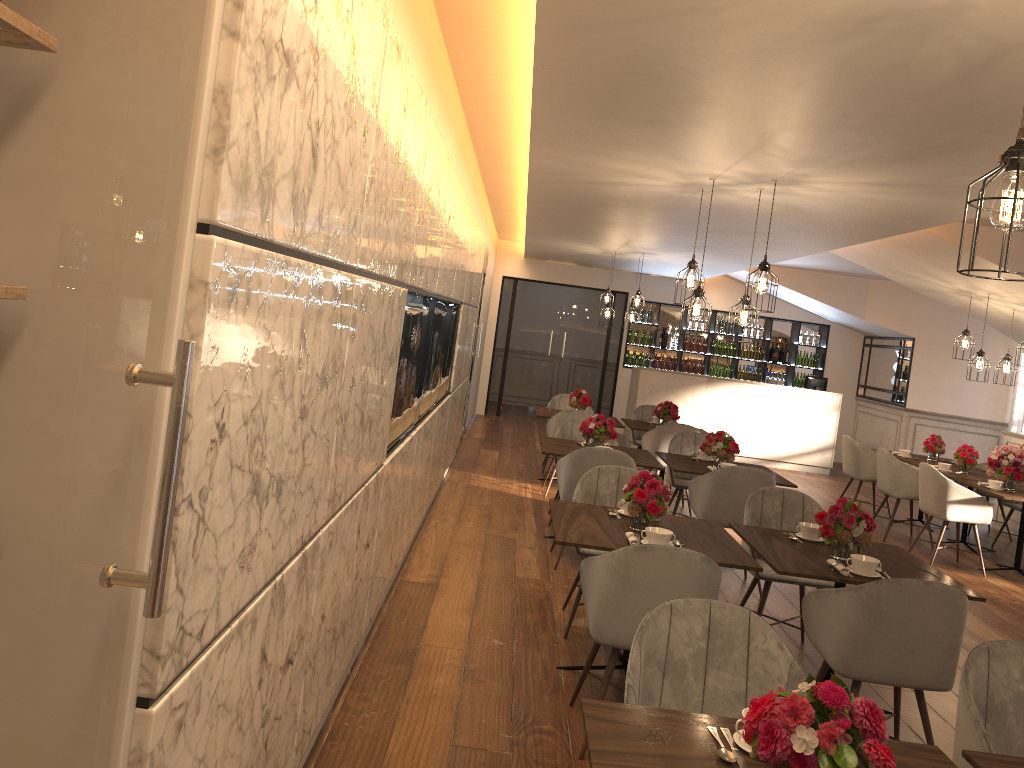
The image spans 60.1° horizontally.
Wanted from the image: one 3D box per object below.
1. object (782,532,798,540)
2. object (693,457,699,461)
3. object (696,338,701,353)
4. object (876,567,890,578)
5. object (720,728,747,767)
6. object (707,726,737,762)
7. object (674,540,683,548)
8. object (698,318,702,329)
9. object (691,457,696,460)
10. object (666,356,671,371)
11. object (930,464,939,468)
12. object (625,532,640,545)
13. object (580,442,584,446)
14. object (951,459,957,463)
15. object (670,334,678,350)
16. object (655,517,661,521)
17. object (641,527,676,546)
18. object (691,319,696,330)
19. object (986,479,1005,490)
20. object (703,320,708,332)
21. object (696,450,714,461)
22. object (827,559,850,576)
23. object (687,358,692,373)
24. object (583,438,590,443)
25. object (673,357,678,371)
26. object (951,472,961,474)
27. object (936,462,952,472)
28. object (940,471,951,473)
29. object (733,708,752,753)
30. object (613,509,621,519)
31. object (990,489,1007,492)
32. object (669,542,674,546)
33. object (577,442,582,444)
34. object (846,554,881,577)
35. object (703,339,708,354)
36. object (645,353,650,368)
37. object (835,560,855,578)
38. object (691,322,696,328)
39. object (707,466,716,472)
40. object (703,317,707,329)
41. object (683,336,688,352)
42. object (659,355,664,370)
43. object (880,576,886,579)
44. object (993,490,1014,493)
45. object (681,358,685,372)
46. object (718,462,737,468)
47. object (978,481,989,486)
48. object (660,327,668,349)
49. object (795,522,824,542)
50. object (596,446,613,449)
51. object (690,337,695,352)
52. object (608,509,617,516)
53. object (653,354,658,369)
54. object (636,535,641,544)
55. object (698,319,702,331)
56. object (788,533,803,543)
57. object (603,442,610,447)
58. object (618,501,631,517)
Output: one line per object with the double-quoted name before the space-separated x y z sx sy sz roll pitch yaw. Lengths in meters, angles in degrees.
"object" 1.414 0.774 4.514 0.043 0.015 0.198 7 4 -4
"object" 1.475 0.602 7.081 0.022 0.004 0.211 8 4 0
"object" 3.111 -0.644 14.717 0.065 0.261 0.066 7 1 -21
"object" 1.668 0.850 3.942 0.043 0.015 0.198 7 4 -4
"object" 0.512 0.841 2.036 0.022 0.004 0.211 8 4 0
"object" 0.478 0.830 2.043 0.043 0.015 0.198 7 4 -4
"object" 0.750 0.727 3.950 0.043 0.015 0.197 8 4 4
"object" 3.116 -1.015 14.681 0.069 0.208 0.040 8 1 0
"object" 1.441 0.591 7.088 0.043 0.015 0.198 7 4 -4
"object" 2.610 -0.345 14.726 0.065 0.261 0.066 7 1 -21
"object" 4.232 0.826 8.783 0.175 0.039 0.056 8 3 0
"object" 0.534 0.688 3.932 0.056 0.039 0.176 8 4 0
"object" 0.564 0.480 7.089 0.022 0.004 0.211 8 4 0
"object" 4.846 0.831 9.595 0.149 0.072 0.148 11 5 43
"object" 2.698 -0.707 14.718 0.108 0.281 0.109 6 2 -44
"object" 0.730 0.670 4.540 0.056 0.039 0.176 8 4 0
"object" 0.649 0.686 3.931 0.148 0.072 0.149 6 4 -22
"object" 3.012 -0.992 14.683 0.070 0.190 0.041 8 1 0
"object" 4.224 0.884 7.737 0.149 0.072 0.148 11 5 43
"object" 3.211 -0.965 14.681 0.070 0.190 0.041 8 1 0
"object" 1.557 0.576 7.106 0.149 0.072 0.148 11 5 43
"object" 1.445 0.809 3.924 0.056 0.039 0.176 8 4 0
"object" 2.954 -0.299 14.723 0.065 0.261 0.066 7 1 -21
"object" 0.646 0.454 7.114 0.149 0.072 0.148 11 5 43
"object" 2.719 -0.330 14.725 0.065 0.261 0.066 7 1 -21
"object" 4.248 0.856 8.556 0.197 0.015 0.043 7 4 -3
"object" 4.233 0.817 8.669 0.149 0.072 0.148 11 5 43
"object" 4.254 0.860 8.591 0.211 0.004 0.022 8 4 0
"object" 0.594 0.815 2.061 0.148 0.072 0.149 6 4 -22
"object" 0.538 0.664 4.515 0.022 0.004 0.211 8 4 0
"object" 4.245 0.927 7.659 0.211 0.004 0.022 8 4 0
"object" 0.722 0.729 3.957 0.022 0.004 0.211 8 4 0
"object" 0.530 0.469 7.096 0.043 0.015 0.198 7 4 -4
"object" 1.560 0.808 3.924 0.148 0.072 0.149 6 4 -22
"object" 3.221 -0.629 14.716 0.065 0.261 0.066 7 1 -21
"object" 2.258 -0.392 14.729 0.065 0.261 0.066 7 1 -21
"object" 1.478 0.820 3.934 0.025 0.024 0.193 8 4 0
"object" 3.017 -1.028 14.682 0.069 0.208 0.040 8 1 0
"object" 1.471 0.626 6.498 0.056 0.039 0.176 8 4 0
"object" 3.216 -1.001 14.680 0.069 0.208 0.040 8 1 0
"object" 2.892 -0.673 14.719 0.065 0.261 0.066 7 1 -21
"object" 2.500 -0.359 14.727 0.065 0.261 0.066 7 1 -21
"object" 1.633 0.850 3.950 0.022 0.004 0.211 8 4 0
"object" 4.238 0.923 7.624 0.197 0.015 0.043 7 4 -3
"object" 2.844 -0.314 14.724 0.065 0.261 0.066 7 1 -21
"object" 1.586 0.624 6.497 0.149 0.072 0.148 11 5 43
"object" 4.222 0.892 7.851 0.175 0.039 0.056 8 3 0
"object" 2.538 -0.769 14.725 0.103 0.359 0.104 7 1 -28
"object" 1.530 0.759 4.532 0.148 0.072 0.149 6 4 -22
"object" 0.675 0.503 6.505 0.149 0.072 0.148 11 5 43
"object" 3.002 -0.658 14.718 0.065 0.261 0.066 7 1 -21
"object" 0.504 0.653 4.522 0.043 0.015 0.198 7 4 -4
"object" 2.391 -0.374 14.728 0.065 0.261 0.066 7 1 -21
"object" 0.567 0.699 3.942 0.025 0.024 0.193 8 4 0
"object" 3.112 -0.979 14.682 0.070 0.190 0.041 8 1 0
"object" 1.448 0.785 4.507 0.022 0.004 0.211 8 4 0
"object" 0.757 0.486 7.113 0.056 0.039 0.176 8 4 0
"object" 0.620 0.638 4.540 0.148 0.072 0.149 6 4 -22
